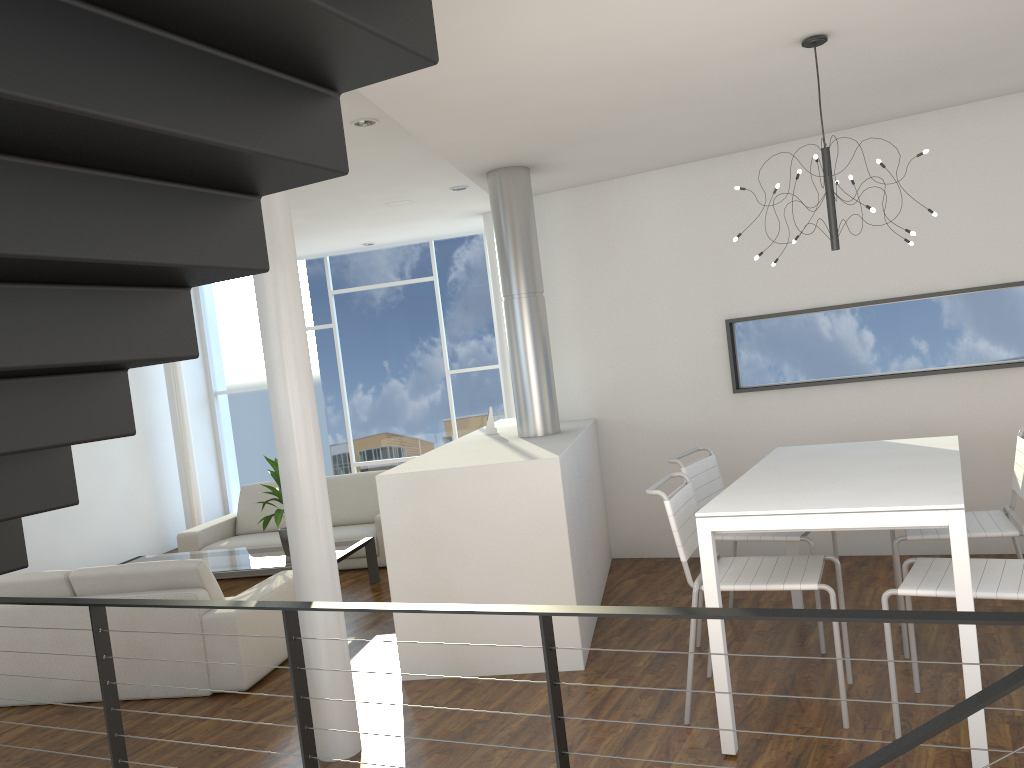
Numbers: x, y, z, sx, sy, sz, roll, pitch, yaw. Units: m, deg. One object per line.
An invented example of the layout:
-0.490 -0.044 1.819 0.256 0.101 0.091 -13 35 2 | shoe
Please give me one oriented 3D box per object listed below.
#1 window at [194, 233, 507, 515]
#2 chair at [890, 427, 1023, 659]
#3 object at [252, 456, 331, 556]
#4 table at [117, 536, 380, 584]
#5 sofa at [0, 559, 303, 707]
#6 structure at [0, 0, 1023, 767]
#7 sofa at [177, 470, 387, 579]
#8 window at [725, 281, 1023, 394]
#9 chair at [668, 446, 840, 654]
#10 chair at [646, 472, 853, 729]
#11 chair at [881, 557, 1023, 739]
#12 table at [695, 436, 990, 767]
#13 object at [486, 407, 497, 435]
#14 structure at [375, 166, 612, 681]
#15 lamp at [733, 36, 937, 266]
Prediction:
-1.387 -1.594 8.078 3.417 5.642 0.090 -6 3 10 | window
1.692 0.569 3.248 0.556 0.766 0.427 -6 3 21 | chair
-1.266 0.681 5.082 0.432 0.602 0.457 -7 2 -4 | object
-1.666 1.173 5.234 1.609 0.285 0.660 -7 2 11 | table
-1.837 1.072 4.183 1.611 0.566 0.801 -7 2 11 | sofa
-0.853 0.822 1.761 4.366 6.305 1.091 -6 3 26 | structure
-1.446 0.976 6.279 1.611 0.566 0.801 -7 2 12 | sofa
2.128 -0.254 4.485 2.026 0.408 0.165 -6 3 26 | window
0.996 0.645 3.619 0.556 0.766 0.427 -5 3 32 | chair
0.797 0.685 2.956 0.556 0.766 0.427 -6 3 23 | chair
1.407 0.619 2.580 0.556 0.766 0.427 -5 3 33 | chair
1.194 0.648 3.064 0.701 0.721 1.397 -6 2 26 | table
-0.124 0.207 5.020 0.061 0.151 0.100 -7 2 -3 | object
0.018 0.015 4.837 0.750 2.208 2.746 -6 2 10 | structure
1.074 -0.812 3.031 0.588 0.727 0.619 -9 3 -42 | lamp
